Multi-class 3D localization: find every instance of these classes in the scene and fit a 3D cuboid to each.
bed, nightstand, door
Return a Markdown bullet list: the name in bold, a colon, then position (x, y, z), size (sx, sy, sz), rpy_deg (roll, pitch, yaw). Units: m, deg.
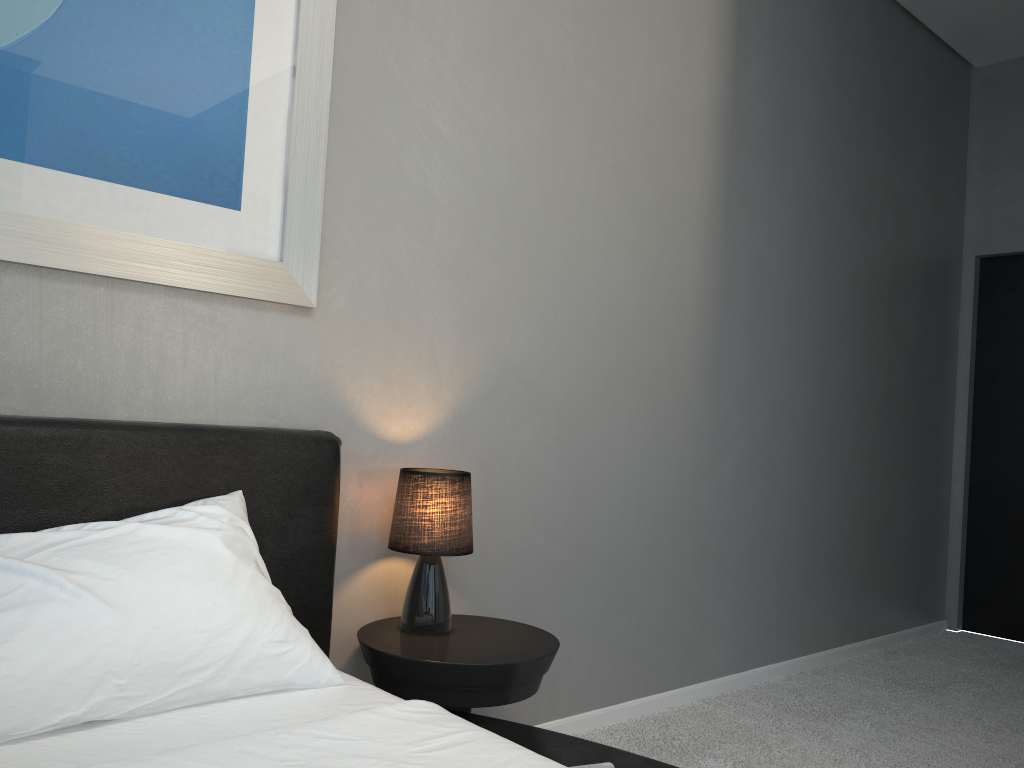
- **bed**: position (-0.326, 0.511, 0.598), size (2.758, 0.933, 2.616), rpy_deg (6, -3, -43)
- **nightstand**: position (-0.144, 0.840, 2.178), size (0.497, 0.440, 0.497), rpy_deg (4, -2, -14)
- **door**: position (2.902, 0.306, 3.982), size (0.677, 2.049, 1.828), rpy_deg (4, -2, -2)

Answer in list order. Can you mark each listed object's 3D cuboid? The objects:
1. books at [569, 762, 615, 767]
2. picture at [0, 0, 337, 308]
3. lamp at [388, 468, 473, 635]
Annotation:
- **books**: position (0.204, 0.755, 1.614), size (0.395, 0.039, 0.301), rpy_deg (3, -3, 3)
- **picture**: position (-1.099, -0.952, 1.564), size (1.802, 1.399, 0.025), rpy_deg (6, -2, -43)
- **lamp**: position (-0.205, 0.418, 2.238), size (0.219, 0.400, 0.209), rpy_deg (3, -2, 28)
